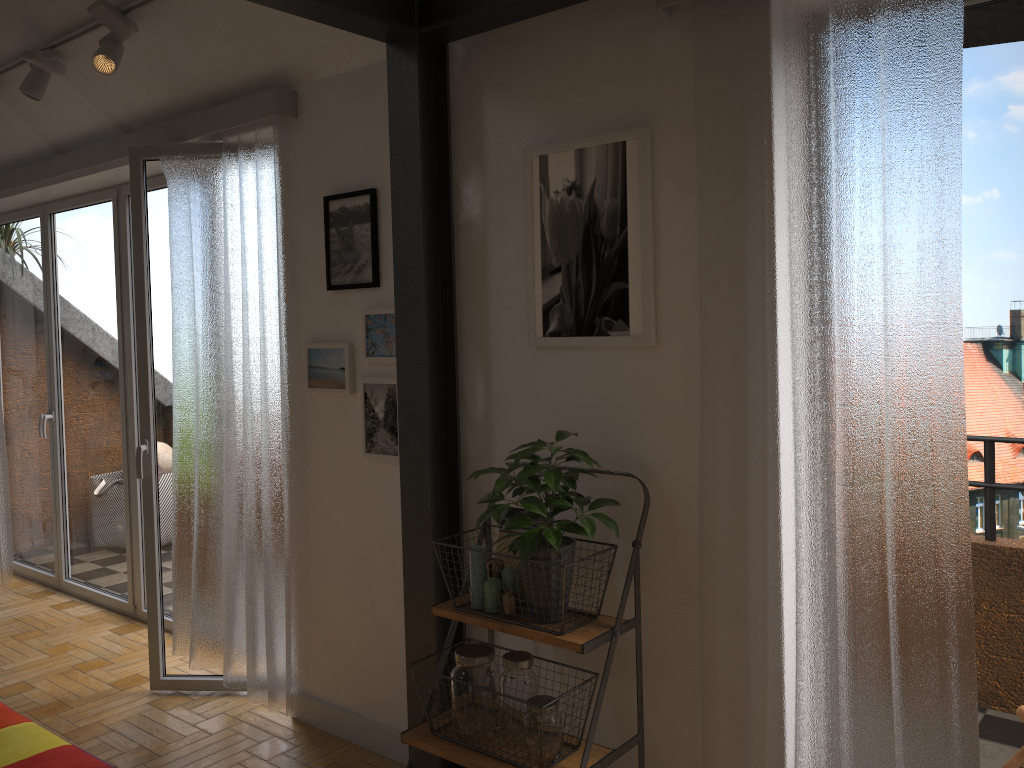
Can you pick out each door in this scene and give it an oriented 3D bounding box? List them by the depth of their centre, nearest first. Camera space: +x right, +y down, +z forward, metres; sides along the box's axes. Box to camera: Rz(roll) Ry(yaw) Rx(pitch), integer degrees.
[{"bbox_3d":[-1.123,0.141,3.606,0.803,2.228,0.111,-2,2,1],"label":"door"}]

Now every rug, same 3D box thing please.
[{"bbox_3d":[-2.808,1.354,2.979,2.783,0.024,1.941,2,5,39],"label":"rug"}]

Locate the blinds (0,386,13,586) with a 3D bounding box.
[{"bbox_3d":[-3.222,0.029,5.258,0.695,2.284,0.138,0,2,36],"label":"blinds"}]

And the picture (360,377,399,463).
[{"bbox_3d":[-0.439,0.119,3.013,0.201,0.284,0.022,0,2,39],"label":"picture"}]

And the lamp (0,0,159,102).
[{"bbox_3d":[-2.145,-1.291,3.810,3.490,0.261,0.208,2,4,40],"label":"lamp"}]

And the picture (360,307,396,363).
[{"bbox_3d":[-0.415,-0.164,2.973,0.251,0.183,0.023,1,3,39],"label":"picture"}]

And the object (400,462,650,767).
[{"bbox_3d":[-0.002,0.792,2.270,0.579,1.077,0.632,0,3,39],"label":"object"}]

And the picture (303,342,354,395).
[{"bbox_3d":[-0.660,-0.057,3.182,0.251,0.183,0.023,1,3,39],"label":"picture"}]

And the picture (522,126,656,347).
[{"bbox_3d":[0.205,-0.392,2.454,0.415,0.574,0.023,0,2,39],"label":"picture"}]

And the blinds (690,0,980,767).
[{"bbox_3d":[0.690,0.141,2.018,0.667,2.280,0.124,0,2,40],"label":"blinds"}]

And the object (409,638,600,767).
[{"bbox_3d":[-0.023,0.800,2.248,0.439,0.215,0.239,1,4,39],"label":"object"}]

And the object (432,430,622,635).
[{"bbox_3d":[0.036,0.364,2.310,0.396,0.475,0.492,-4,3,-39],"label":"object"}]

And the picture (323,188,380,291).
[{"bbox_3d":[-0.560,-0.497,3.079,0.261,0.335,0.021,0,2,39],"label":"picture"}]

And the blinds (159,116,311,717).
[{"bbox_3d":[-1.100,0.093,3.450,0.749,2.285,0.187,0,2,33],"label":"blinds"}]
